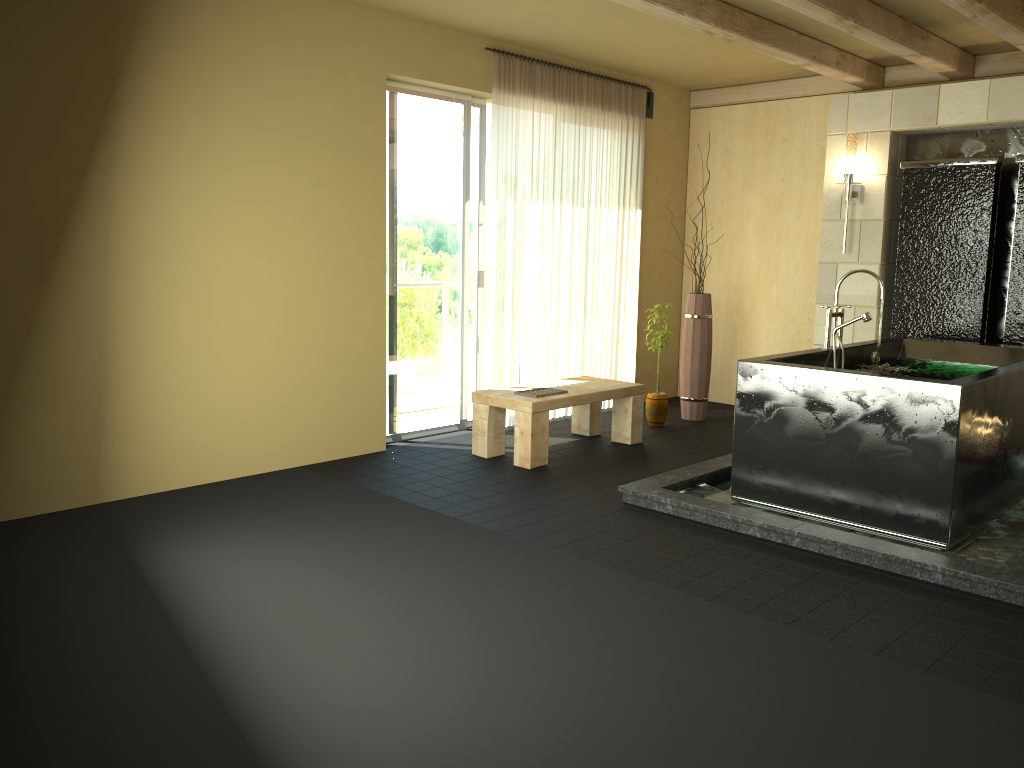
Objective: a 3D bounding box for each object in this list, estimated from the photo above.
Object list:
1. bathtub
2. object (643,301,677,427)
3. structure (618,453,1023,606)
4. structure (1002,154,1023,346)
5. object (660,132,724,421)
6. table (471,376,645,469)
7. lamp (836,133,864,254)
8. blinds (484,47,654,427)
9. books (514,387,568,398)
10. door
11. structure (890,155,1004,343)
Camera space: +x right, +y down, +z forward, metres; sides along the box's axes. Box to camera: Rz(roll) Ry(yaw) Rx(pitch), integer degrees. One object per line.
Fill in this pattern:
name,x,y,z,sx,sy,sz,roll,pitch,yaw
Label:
bathtub,2.258,-0.038,4.886,1.069,1.159,2.134,9,11,43
object,1.076,-0.151,6.551,0.242,0.928,0.267,0,8,-8
structure,2.571,0.661,5.277,1.974,0.634,3.804,9,12,43
structure,3.450,-0.418,5.616,0.641,2.063,0.094,9,11,43
object,1.368,-0.811,6.833,0.468,2.175,0.463,2,8,4
table,0.317,0.222,5.758,0.514,0.399,1.125,9,12,43
lamp,2.399,-1.351,6.319,0.176,0.835,0.188,9,11,43
blinds,0.475,-1.034,6.688,0.064,2.575,1.946,8,11,42
books,0.181,0.052,5.483,0.182,0.014,0.294,9,12,43
door,-0.554,-0.784,5.966,0.063,2.328,1.038,8,11,42
structure,2.930,-0.504,6.113,0.641,2.063,0.094,9,11,43
